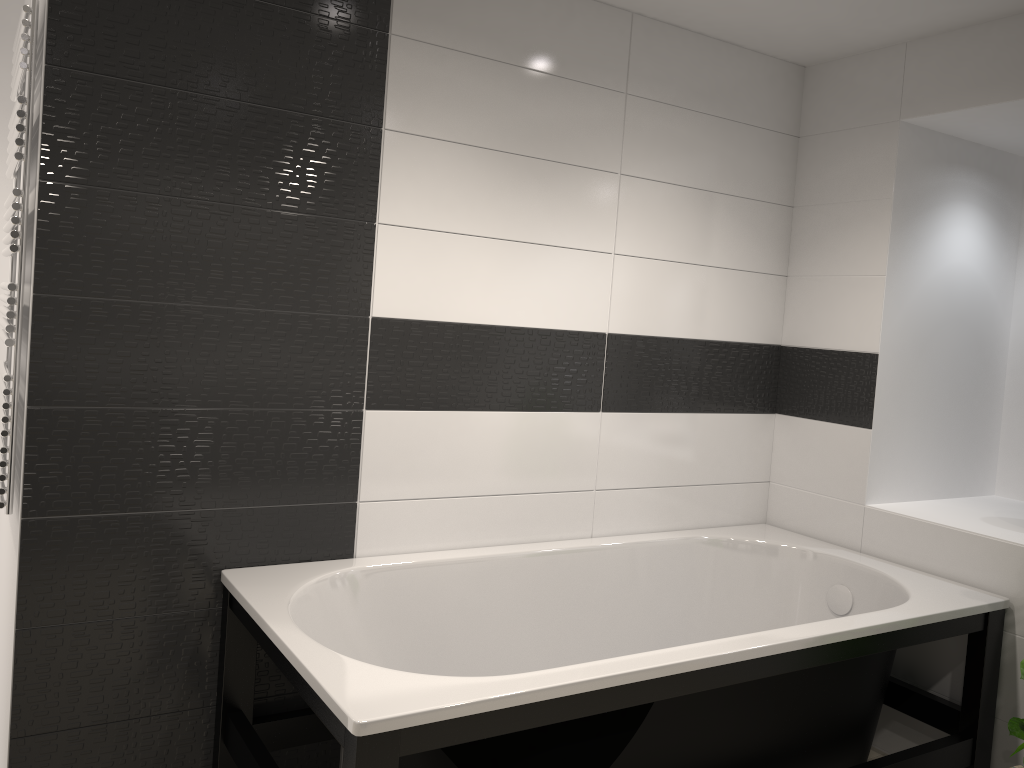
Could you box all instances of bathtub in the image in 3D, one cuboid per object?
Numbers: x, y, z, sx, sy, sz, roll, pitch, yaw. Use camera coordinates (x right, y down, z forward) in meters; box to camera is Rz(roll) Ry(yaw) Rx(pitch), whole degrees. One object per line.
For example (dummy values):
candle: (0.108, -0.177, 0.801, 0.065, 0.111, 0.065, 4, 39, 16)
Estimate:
bathtub: (0.349, 0.929, 2.630, 2.178, 0.675, 1.010, 2, 4, -32)

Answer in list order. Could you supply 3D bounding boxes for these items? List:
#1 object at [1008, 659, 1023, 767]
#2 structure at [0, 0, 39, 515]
object: (1.532, 0.807, 2.358, 0.438, 1.130, 0.419, 5, 3, 9)
structure: (-1.356, -0.334, 2.408, 0.039, 1.290, 0.473, 3, 3, -32)
